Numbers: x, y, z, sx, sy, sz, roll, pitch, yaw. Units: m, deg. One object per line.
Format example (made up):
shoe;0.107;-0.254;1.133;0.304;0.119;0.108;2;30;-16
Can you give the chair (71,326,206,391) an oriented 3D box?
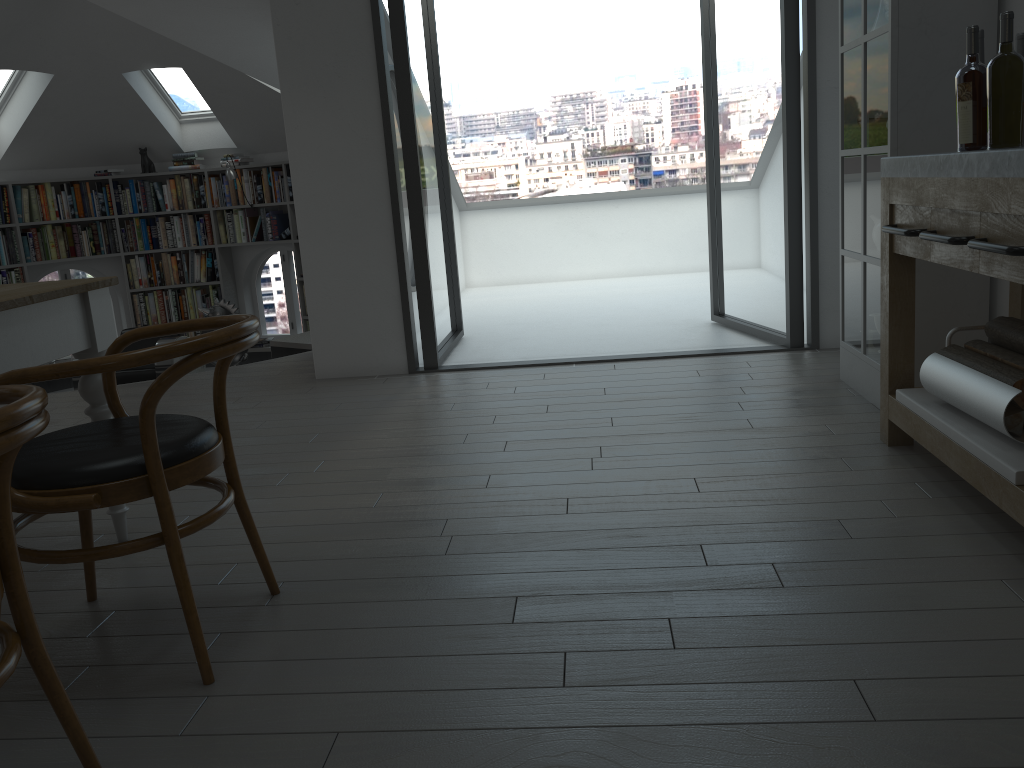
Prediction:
chair;-3.085;-0.090;7.418;0.823;0.715;0.745;-4;12;0

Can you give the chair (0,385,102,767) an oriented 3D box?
chair;-0.960;0.407;1.306;0.621;0.731;0.530;-4;12;2

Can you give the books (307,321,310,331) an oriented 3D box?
books;-1.578;-0.455;8.619;0.360;0.309;1.502;-12;15;-31

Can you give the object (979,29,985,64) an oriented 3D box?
object;1.419;-0.893;2.707;0.085;0.358;0.089;1;13;27

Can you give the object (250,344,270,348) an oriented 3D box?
object;-2.696;-0.426;9.502;0.226;0.036;0.215;1;14;22

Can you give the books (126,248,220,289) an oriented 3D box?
books;-3.521;-1.223;9.321;0.998;0.349;0.299;-7;12;-11

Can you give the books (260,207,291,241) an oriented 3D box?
books;-2.327;-1.641;9.042;0.399;0.339;0.225;1;13;25

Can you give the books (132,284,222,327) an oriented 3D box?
books;-3.478;-0.849;9.399;1.032;0.355;0.294;-7;12;-9

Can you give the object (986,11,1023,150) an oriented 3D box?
object;1.308;-0.798;2.348;0.092;0.357;0.093;-14;15;-39

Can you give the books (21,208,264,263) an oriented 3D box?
books;-3.722;-1.533;9.076;2.531;0.369;0.594;-8;13;-13

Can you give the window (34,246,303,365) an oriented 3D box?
window;-3.519;-0.871;9.484;3.232;1.144;0.620;-6;12;-8

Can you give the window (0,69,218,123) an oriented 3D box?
window;-3.248;-2.840;8.181;4.054;0.709;1.944;-3;13;5

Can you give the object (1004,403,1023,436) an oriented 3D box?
object;1.284;0.055;2.474;0.067;0.067;0.425;-4;13;3

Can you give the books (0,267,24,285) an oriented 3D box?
books;-4.968;-0.844;8.159;0.260;0.357;1.026;0;13;22

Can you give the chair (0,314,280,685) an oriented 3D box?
chair;-0.841;0.238;2.008;0.621;0.731;0.530;-3;12;5

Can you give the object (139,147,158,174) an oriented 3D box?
object;-3.729;-2.288;9.081;0.147;0.263;0.203;-4;12;2

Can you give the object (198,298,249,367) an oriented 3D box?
object;-1.918;-0.297;5.900;0.320;0.559;0.322;-9;12;-21

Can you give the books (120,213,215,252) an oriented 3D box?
books;-3.558;-1.601;9.288;1.028;0.357;0.302;-6;12;-9

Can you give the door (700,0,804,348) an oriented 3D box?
door;1.317;-1.445;4.952;0.080;2.333;1.057;-6;12;-9

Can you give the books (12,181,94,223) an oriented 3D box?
books;-4.559;-1.798;8.754;0.795;0.371;0.269;-15;16;-40

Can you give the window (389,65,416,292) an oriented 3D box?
window;-0.756;-1.343;5.880;0.104;1.462;1.479;-3;12;6

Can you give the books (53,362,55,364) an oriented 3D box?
books;-4.548;-0.227;9.097;0.269;0.031;0.287;-9;13;-17

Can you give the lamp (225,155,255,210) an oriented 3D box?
lamp;-2.724;-1.999;8.838;0.113;0.563;0.360;-2;12;12

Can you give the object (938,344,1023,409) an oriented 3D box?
object;1.322;-0.025;2.462;0.092;0.093;0.439;-4;13;3

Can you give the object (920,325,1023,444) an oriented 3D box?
object;1.445;-0.009;2.439;0.429;0.230;0.530;-4;13;3

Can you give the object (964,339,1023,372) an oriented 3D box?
object;1.399;-0.051;2.480;0.101;0.086;0.365;-4;13;3

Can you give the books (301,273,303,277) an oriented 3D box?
books;-1.732;-1.214;8.649;0.252;0.350;0.976;-15;16;-41

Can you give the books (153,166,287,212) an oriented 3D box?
books;-2.915;-2.013;9.127;1.565;0.365;0.396;-2;12;11

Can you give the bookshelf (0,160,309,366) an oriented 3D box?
bookshelf;-3.110;-1.117;8.520;4.332;1.870;2.121;-3;12;5

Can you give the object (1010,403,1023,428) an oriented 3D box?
object;1.365;0.051;2.469;0.067;0.067;0.425;-4;13;3

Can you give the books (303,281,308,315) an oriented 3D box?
books;-1.752;-0.854;8.792;0.273;0.349;0.874;-15;16;-42

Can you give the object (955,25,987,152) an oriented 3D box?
object;1.321;-0.839;2.542;0.093;0.357;0.093;5;15;39

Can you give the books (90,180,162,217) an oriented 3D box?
books;-3.985;-1.913;9.108;0.683;0.344;0.266;-9;12;-17

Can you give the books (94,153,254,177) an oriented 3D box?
books;-4.034;-2.148;8.767;2.819;0.172;0.750;-10;14;-23

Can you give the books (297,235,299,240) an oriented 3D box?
books;-1.886;-1.480;8.843;0.388;0.042;0.367;8;18;44

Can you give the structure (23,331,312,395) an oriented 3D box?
structure;-3.162;-0.057;7.322;4.726;0.689;4.720;-15;16;-38

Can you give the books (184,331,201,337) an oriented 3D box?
books;-3.465;-0.492;9.462;1.019;0.305;0.289;-7;12;-9

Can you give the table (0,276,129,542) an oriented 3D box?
table;-1.776;0.480;1.114;1.018;0.794;3.369;-3;13;6

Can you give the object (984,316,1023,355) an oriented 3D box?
object;1.455;-0.119;2.498;0.104;0.102;0.293;-4;13;3

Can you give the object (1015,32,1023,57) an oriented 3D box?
object;1.504;-0.866;2.626;0.085;0.329;0.086;-2;12;14

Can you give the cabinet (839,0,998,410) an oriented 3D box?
cabinet;1.551;-0.928;3.461;0.361;1.978;0.645;-4;11;5

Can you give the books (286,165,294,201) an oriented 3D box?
books;-1.828;-1.972;8.559;0.307;0.365;0.971;-15;16;-40

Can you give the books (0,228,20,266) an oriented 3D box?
books;-5.028;-1.217;8.125;0.303;0.346;1.094;0;13;21

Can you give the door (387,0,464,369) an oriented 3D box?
door;-0.492;-1.345;5.149;0.080;2.333;1.057;-3;11;6

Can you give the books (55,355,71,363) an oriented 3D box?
books;-4.551;-0.258;9.091;0.214;0.036;0.227;-9;13;-17

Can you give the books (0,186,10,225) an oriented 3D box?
books;-5.052;-1.590;8.029;0.300;0.359;1.039;0;13;21

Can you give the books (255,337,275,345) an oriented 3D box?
books;-2.699;-0.456;9.496;0.268;0.029;0.254;-5;13;-4
